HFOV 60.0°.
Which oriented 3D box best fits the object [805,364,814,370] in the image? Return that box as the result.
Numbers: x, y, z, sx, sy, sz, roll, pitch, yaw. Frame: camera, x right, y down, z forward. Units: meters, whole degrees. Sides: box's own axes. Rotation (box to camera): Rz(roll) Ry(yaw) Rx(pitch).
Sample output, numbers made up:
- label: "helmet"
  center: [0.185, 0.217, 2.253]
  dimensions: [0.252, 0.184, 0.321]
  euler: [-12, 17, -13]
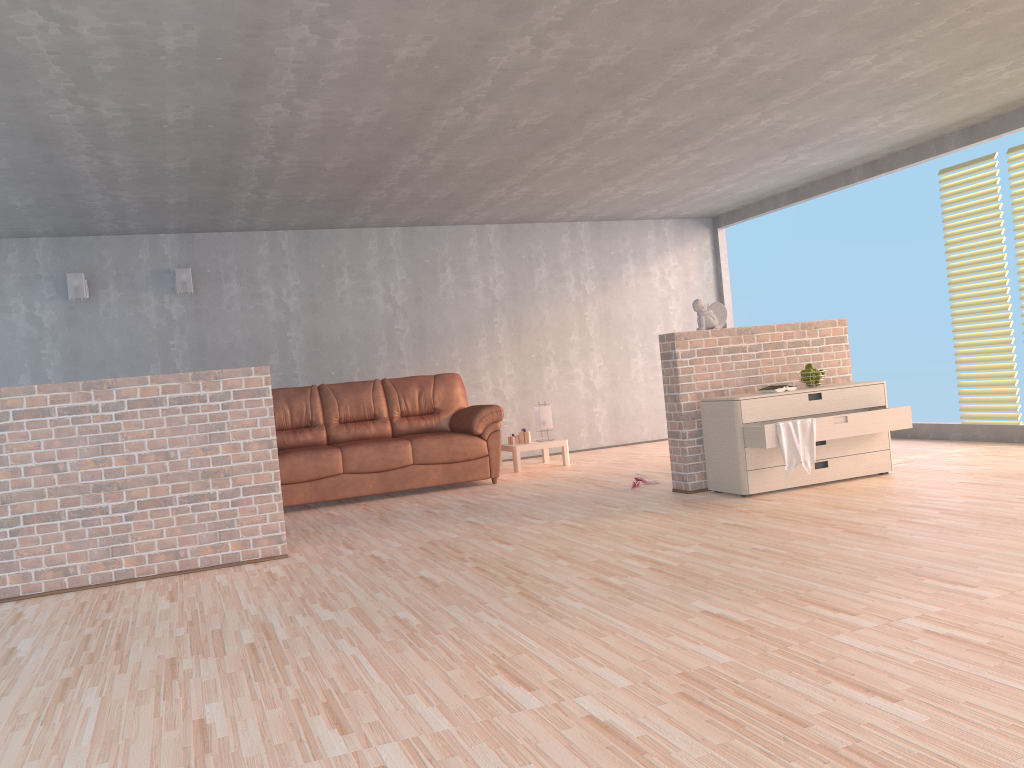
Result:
- label: "object"
  center: [1.974, -0.108, 5.886]
  dimensions: [0.054, 0.056, 0.054]
  euler: [-6, 0, -21]

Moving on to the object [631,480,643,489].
- label: "object"
  center: [0.887, 0.708, 6.298]
  dimensions: [0.078, 0.066, 0.192]
  euler: [-5, 0, 15]

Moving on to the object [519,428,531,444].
- label: "object"
  center: [0.118, 0.483, 8.310]
  dimensions: [0.099, 0.147, 0.102]
  euler: [-5, 0, 8]

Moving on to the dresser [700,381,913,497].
- label: "dresser"
  center: [2.137, 0.316, 5.774]
  dimensions: [1.686, 0.612, 0.605]
  euler: [-6, 0, -21]

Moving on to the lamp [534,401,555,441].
- label: "lamp"
  center: [0.300, 0.353, 8.417]
  dimensions: [0.140, 0.376, 0.140]
  euler: [-6, 0, -21]

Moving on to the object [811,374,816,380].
- label: "object"
  center: [1.975, -0.046, 5.825]
  dimensions: [0.038, 0.040, 0.039]
  euler: [-6, 0, -13]

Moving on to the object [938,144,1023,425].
- label: "object"
  center: [4.372, -0.757, 5.223]
  dimensions: [0.044, 2.114, 4.372]
  euler: [-6, 0, -21]

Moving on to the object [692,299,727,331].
- label: "object"
  center: [1.322, -0.470, 5.977]
  dimensions: [0.216, 0.218, 0.131]
  euler: [-6, 0, -22]

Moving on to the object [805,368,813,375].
- label: "object"
  center: [1.953, -0.081, 5.831]
  dimensions: [0.046, 0.045, 0.046]
  euler: [-6, 0, -22]

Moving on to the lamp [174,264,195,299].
- label: "lamp"
  center: [-2.980, -0.929, 8.064]
  dimensions: [0.165, 0.319, 0.177]
  euler: [-6, 0, -21]

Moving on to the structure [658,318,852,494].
- label: "structure"
  center: [1.723, 0.129, 6.117]
  dimensions: [1.422, 1.057, 0.211]
  euler: [-6, 0, -21]

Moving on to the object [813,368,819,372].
- label: "object"
  center: [2.016, -0.082, 5.895]
  dimensions: [0.043, 0.043, 0.039]
  euler: [-6, 1, -35]

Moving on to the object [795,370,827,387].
- label: "object"
  center: [1.989, -0.030, 5.882]
  dimensions: [0.202, 0.104, 0.202]
  euler: [-6, 1, -27]

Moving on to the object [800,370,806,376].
- label: "object"
  center: [1.942, -0.069, 5.894]
  dimensions: [0.049, 0.053, 0.054]
  euler: [-5, 0, 10]

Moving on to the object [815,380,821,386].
- label: "object"
  center: [2.024, -0.012, 5.878]
  dimensions: [0.046, 0.048, 0.048]
  euler: [-6, 1, -32]

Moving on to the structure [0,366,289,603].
- label: "structure"
  center: [-1.970, 0.493, 4.699]
  dimensions: [1.422, 1.057, 0.211]
  euler: [-6, 0, -21]

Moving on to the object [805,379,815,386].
- label: "object"
  center: [1.970, -0.012, 5.862]
  dimensions: [0.060, 0.055, 0.059]
  euler: [-5, 1, 24]

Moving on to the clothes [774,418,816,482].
- label: "clothes"
  center: [1.705, 0.396, 5.297]
  dimensions: [0.325, 0.369, 0.097]
  euler: [-6, 0, -20]

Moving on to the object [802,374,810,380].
- label: "object"
  center: [1.939, -0.046, 5.851]
  dimensions: [0.046, 0.044, 0.046]
  euler: [-6, 1, -25]

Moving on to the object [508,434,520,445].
- label: "object"
  center: [0.032, 0.514, 8.353]
  dimensions: [0.080, 0.105, 0.152]
  euler: [-5, 1, 38]

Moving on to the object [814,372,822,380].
- label: "object"
  center: [2.013, -0.052, 5.840]
  dimensions: [0.057, 0.057, 0.057]
  euler: [-5, 0, 12]

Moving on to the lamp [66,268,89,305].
- label: "lamp"
  center: [-3.800, -0.848, 7.745]
  dimensions: [0.165, 0.319, 0.168]
  euler: [-6, 0, -21]

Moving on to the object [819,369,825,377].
- label: "object"
  center: [2.046, -0.072, 5.865]
  dimensions: [0.047, 0.047, 0.046]
  euler: [-5, 0, 17]

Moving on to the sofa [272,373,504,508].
- label: "sofa"
  center: [-1.237, 0.425, 7.417]
  dimensions: [2.202, 0.923, 0.981]
  euler: [-6, 0, -21]

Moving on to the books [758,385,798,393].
- label: "books"
  center: [1.711, 0.029, 5.710]
  dimensions: [0.209, 0.040, 0.146]
  euler: [-6, 1, -31]

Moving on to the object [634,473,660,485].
- label: "object"
  center: [0.981, 0.688, 6.453]
  dimensions: [0.188, 0.085, 0.069]
  euler: [-5, 0, 18]

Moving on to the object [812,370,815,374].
- label: "object"
  center: [1.982, -0.072, 5.857]
  dimensions: [0.039, 0.038, 0.039]
  euler: [-5, 0, 8]

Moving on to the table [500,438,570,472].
- label: "table"
  center: [0.185, 0.670, 8.406]
  dimensions: [0.548, 0.241, 0.548]
  euler: [-6, 0, -21]
